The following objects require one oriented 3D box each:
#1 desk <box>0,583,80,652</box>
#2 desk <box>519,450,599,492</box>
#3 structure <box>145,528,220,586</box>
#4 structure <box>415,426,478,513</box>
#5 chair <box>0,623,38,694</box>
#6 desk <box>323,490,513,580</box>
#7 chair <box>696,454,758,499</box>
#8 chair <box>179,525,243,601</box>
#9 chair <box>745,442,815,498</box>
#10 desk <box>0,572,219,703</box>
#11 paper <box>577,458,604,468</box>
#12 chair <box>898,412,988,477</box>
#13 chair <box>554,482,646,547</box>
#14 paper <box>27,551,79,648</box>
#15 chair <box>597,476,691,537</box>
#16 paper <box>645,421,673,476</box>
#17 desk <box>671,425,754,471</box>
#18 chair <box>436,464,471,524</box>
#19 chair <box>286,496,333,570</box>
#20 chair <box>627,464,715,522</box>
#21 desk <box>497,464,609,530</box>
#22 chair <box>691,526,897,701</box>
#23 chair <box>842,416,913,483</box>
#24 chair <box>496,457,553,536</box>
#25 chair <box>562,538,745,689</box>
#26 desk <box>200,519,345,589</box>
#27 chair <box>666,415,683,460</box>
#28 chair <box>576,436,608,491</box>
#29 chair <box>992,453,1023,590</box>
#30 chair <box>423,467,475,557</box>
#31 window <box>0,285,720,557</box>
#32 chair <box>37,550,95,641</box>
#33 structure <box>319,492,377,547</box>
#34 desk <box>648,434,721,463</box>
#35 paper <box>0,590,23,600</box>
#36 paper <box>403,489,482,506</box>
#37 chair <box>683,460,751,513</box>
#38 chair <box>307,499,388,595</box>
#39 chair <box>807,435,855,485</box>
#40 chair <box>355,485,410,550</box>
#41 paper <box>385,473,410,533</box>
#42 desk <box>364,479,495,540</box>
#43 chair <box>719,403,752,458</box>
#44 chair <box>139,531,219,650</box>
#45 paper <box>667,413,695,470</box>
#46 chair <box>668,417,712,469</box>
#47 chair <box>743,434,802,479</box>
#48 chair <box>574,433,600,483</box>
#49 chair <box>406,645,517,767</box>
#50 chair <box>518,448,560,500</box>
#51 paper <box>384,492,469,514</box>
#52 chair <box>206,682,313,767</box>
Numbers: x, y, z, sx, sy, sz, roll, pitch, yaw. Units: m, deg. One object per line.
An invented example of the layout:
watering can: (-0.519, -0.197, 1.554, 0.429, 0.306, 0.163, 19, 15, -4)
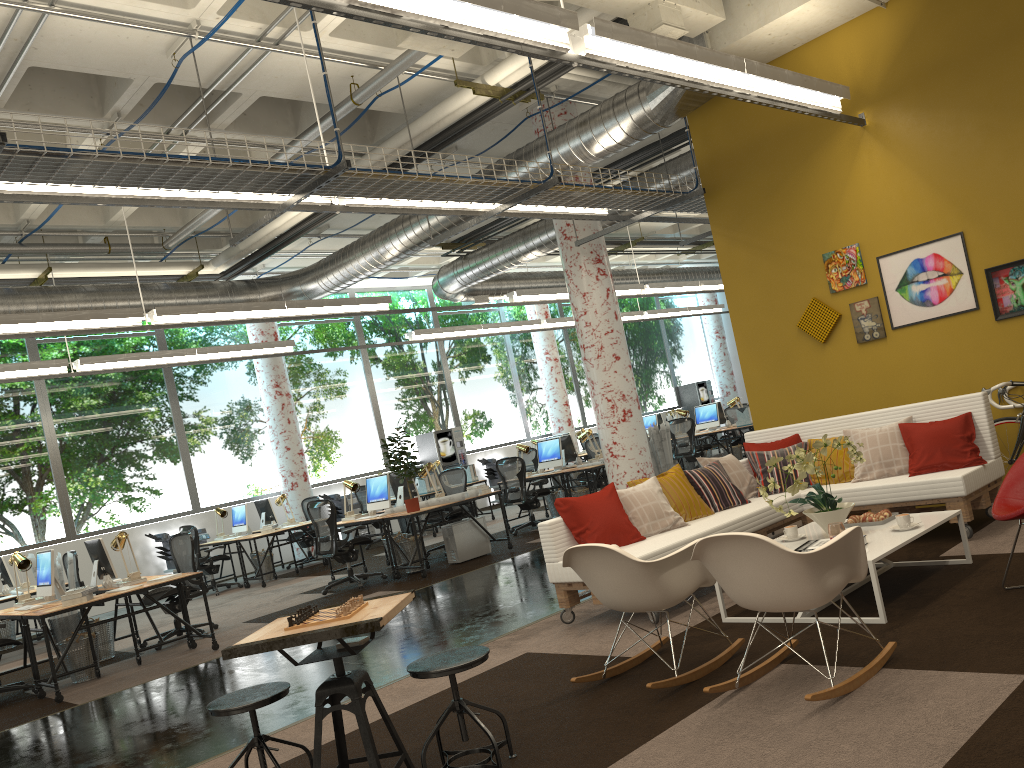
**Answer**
desk: (-6.419, 3.029, 11.031, 1.394, 0.723, 1.953, -9, -4, -44)
desk: (1.326, 1.857, 18.530, 1.394, 0.723, 1.953, -9, -4, -44)
structure: (-5.302, 2.839, 14.433, 1.053, 1.057, 0.506, -10, -2, -44)
structure: (-1.342, 1.860, 18.348, 0.746, 1.809, 0.642, -11, -1, -44)
chair: (-4.674, 2.271, 7.767, 0.774, 1.085, 0.789, -13, -2, 30)
desk: (-1.200, 1.890, 10.899, 1.394, 0.724, 1.953, -9, -4, -44)
chair: (1.794, 0.760, 7.232, 0.543, 0.437, 0.336, -10, -2, -39)
chair: (-4.532, 2.580, 13.134, 0.774, 1.085, 0.789, -13, -2, 30)
chair: (2.188, 0.700, 7.186, 0.518, 0.392, 0.357, -13, -2, 15)
desk: (-3.871, 2.313, 8.269, 1.394, 0.723, 1.953, -9, -4, -44)
paper: (1.275, 1.095, 12.534, 0.571, 0.061, 0.623, -15, -5, 44)
chair: (3.122, 0.443, 6.440, 0.521, 0.394, 0.333, -13, -2, 24)
chair: (0.591, 0.936, 6.076, 0.532, 0.444, 0.303, -11, -2, -27)
paper: (-5.329, 2.517, 10.411, 0.442, 1.197, 0.411, -12, -1, 24)
chair: (0.946, 0.901, 6.353, 0.522, 0.401, 0.333, -11, -2, -25)
paper: (2.078, 1.073, 12.484, 0.442, 1.197, 0.411, -12, -1, 24)
desk: (3.883, 1.139, 15.772, 1.394, 0.723, 1.953, -9, -4, -44)
chair: (-1.145, 2.083, 16.669, 0.774, 1.085, 0.789, -13, -2, 30)
chair: (-3.366, 2.419, 14.518, 0.774, 1.085, 0.789, -13, -2, 30)
chair: (1.192, 0.848, 6.637, 0.544, 0.438, 0.318, -11, -2, -31)
desk: (0.987, 1.586, 13.104, 1.394, 0.723, 1.953, -9, -4, -44)
chair: (1.216, 0.949, 3.913, 0.790, 0.753, 0.618, -10, -3, -44)
chair: (2.819, 0.506, 6.740, 0.528, 0.427, 0.310, -13, -2, 25)
chair: (0.184, 1.544, 12.603, 0.774, 1.085, 0.789, -13, -2, 30)
chair: (0.682, 1.099, 4.490, 0.790, 0.753, 0.618, -10, -3, -44)
desk: (-3.729, 2.622, 13.636, 1.394, 0.723, 1.953, -9, -4, -44)
chair: (3.999, 1.304, 21.648, 0.774, 1.085, 0.789, -13, -2, 30)
chair: (1.350, 1.384, 13.987, 0.774, 1.085, 0.789, -13, -2, 30)
chair: (2.701, 0.625, 4.318, 0.639, 0.811, 0.832, -13, -2, 20)
chair: (-0.837, 1.687, 11.781, 0.774, 1.085, 0.789, -13, -2, 30)
window: (-3.582, 0.033, 17.110, 26.075, 3.760, 0.050, -9, -3, -44)
chair: (-6.056, 2.827, 11.913, 0.774, 1.085, 0.789, -13, -2, 30)
structure: (-3.002, 2.491, 16.664, 1.053, 1.057, 0.506, -10, -2, -44)
desk: (3.636, 1.507, 20.766, 1.394, 0.723, 1.953, -9, -4, -44)
paper: (-6.132, 2.538, 10.461, 0.571, 0.061, 0.623, -15, -5, 44)
paper: (-0.905, 1.389, 10.511, 1.136, 0.082, 0.083, -13, -2, 11)
chair: (1.553, 0.821, 6.897, 0.521, 0.407, 0.343, -11, -2, -28)
chair: (-2.003, 1.847, 10.397, 0.774, 1.085, 0.789, -13, -2, 30)
chair: (2.559, 0.613, 7.043, 0.524, 0.381, 0.364, -14, -3, 43)
chair: (-2.311, 2.244, 15.285, 0.774, 1.085, 0.789, -13, -2, 30)
paper: (-2.125, 2.251, 16.998, 0.442, 1.197, 0.411, -12, -1, 24)
desk: (-1.508, 2.286, 15.786, 1.394, 0.723, 1.953, -9, -4, -44)
chair: (4.246, 0.937, 16.654, 0.774, 1.085, 0.789, -13, -2, 30)
chair: (-3.508, 2.111, 9.151, 0.774, 1.085, 0.789, -13, -2, 30)
paper: (3.266, 1.105, 16.984, 0.442, 1.197, 0.411, -12, -1, 24)
chair: (3.080, 1.097, 15.270, 0.774, 1.085, 0.789, -13, -2, 30)
chair: (2.244, 0.666, 7.475, 0.536, 0.437, 0.286, -13, -2, 19)
chair: (1.689, 1.654, 19.413, 0.774, 1.085, 0.789, -13, -2, 30)
chair: (-0.210, 1.361, 3.612, 0.347, 0.497, 0.337, -12, -1, 6)
chair: (0.523, 1.814, 18.028, 0.774, 1.085, 0.789, -13, -2, 30)
paper: (-1.025, 1.408, 10.396, 1.138, 0.082, 0.082, -13, -2, 21)
chair: (-1.053, 1.546, 3.710, 0.347, 0.497, 0.337, -12, -1, 6)
